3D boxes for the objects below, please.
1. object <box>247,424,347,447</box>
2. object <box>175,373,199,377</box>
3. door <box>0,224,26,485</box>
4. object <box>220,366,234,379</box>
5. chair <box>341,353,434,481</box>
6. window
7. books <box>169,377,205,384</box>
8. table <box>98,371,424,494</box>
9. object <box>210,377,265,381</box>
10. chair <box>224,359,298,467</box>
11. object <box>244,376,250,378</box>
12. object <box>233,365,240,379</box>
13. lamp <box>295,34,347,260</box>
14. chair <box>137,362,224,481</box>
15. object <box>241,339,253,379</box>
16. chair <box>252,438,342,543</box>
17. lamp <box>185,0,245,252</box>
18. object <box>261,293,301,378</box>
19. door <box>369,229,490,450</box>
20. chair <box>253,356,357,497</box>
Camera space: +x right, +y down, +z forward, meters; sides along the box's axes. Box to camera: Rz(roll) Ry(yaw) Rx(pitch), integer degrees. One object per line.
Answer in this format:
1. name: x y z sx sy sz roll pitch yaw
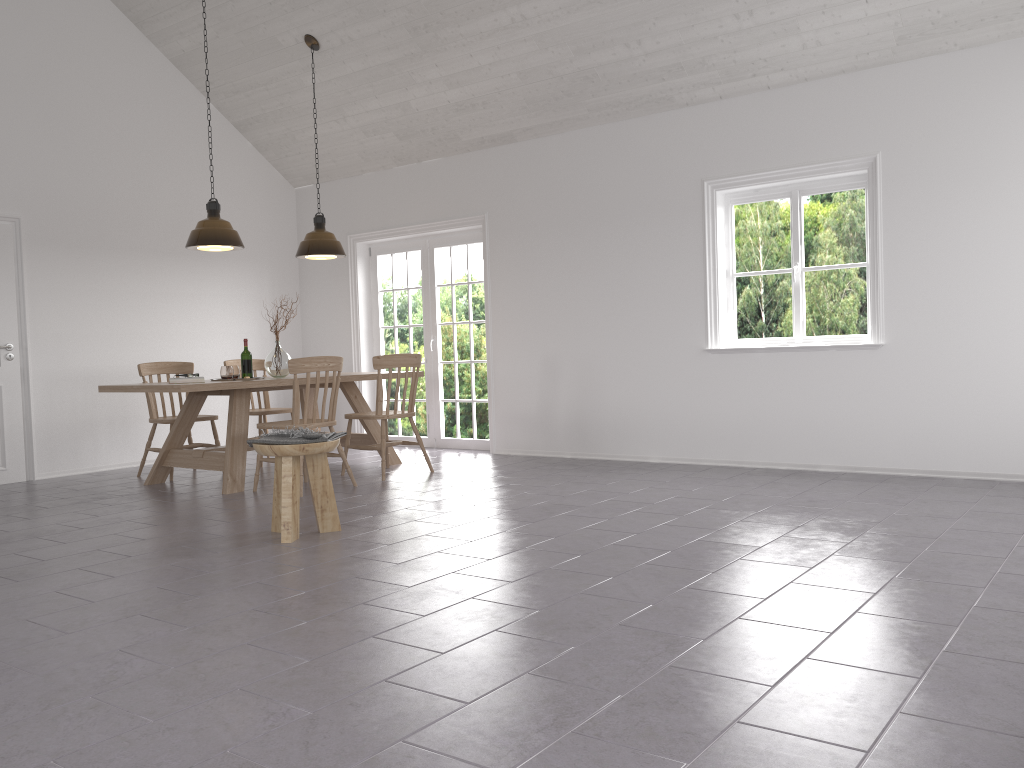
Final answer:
1. object: -1.110 0.273 4.546 0.462 0.120 0.348 -2 2 7
2. object: -2.282 -0.058 6.224 0.135 0.030 0.141 -1 2 21
3. door: -4.119 -0.210 6.570 0.101 2.013 0.902 0 3 37
4. object: -2.076 -0.078 6.463 0.095 0.106 0.095 -3 2 -25
5. chair: -0.959 0.226 6.668 0.519 0.902 0.506 0 3 42
6. window: 2.007 -0.828 6.266 1.055 1.168 0.120 0 3 37
7. books: -2.285 -0.028 6.223 0.231 0.040 0.342 -3 2 -22
8. table: -1.819 0.325 6.890 1.001 0.749 2.300 0 3 37
9. object: -2.023 -0.036 6.547 0.394 0.014 0.394 -2 2 -10
10. chair: -2.161 0.230 7.662 0.519 0.902 0.506 0 3 37
11. object: -1.938 -0.042 6.484 0.024 0.024 0.046 -1 2 17
12. object: -2.085 -0.084 6.635 0.095 0.106 0.095 -3 2 -25
13. lamp: -1.591 -1.920 7.214 0.410 1.796 0.410 -3 2 -18
14. chair: -2.631 0.270 7.026 0.519 0.902 0.506 0 3 42
15. object: -1.974 -0.185 6.592 0.081 0.303 0.081 -2 2 3
16. chair: -1.080 0.525 4.492 0.431 0.479 0.431 -4 3 -37
17. lamp: -2.199 -2.222 6.397 0.410 2.502 0.410 0 3 42
18. object: -1.777 -0.383 6.859 0.291 0.666 0.313 -2 2 -1
19. door: -0.768 -0.382 8.376 1.571 2.024 0.115 0 3 37
20. chair: -1.430 0.266 6.033 0.519 0.902 0.506 0 3 37
